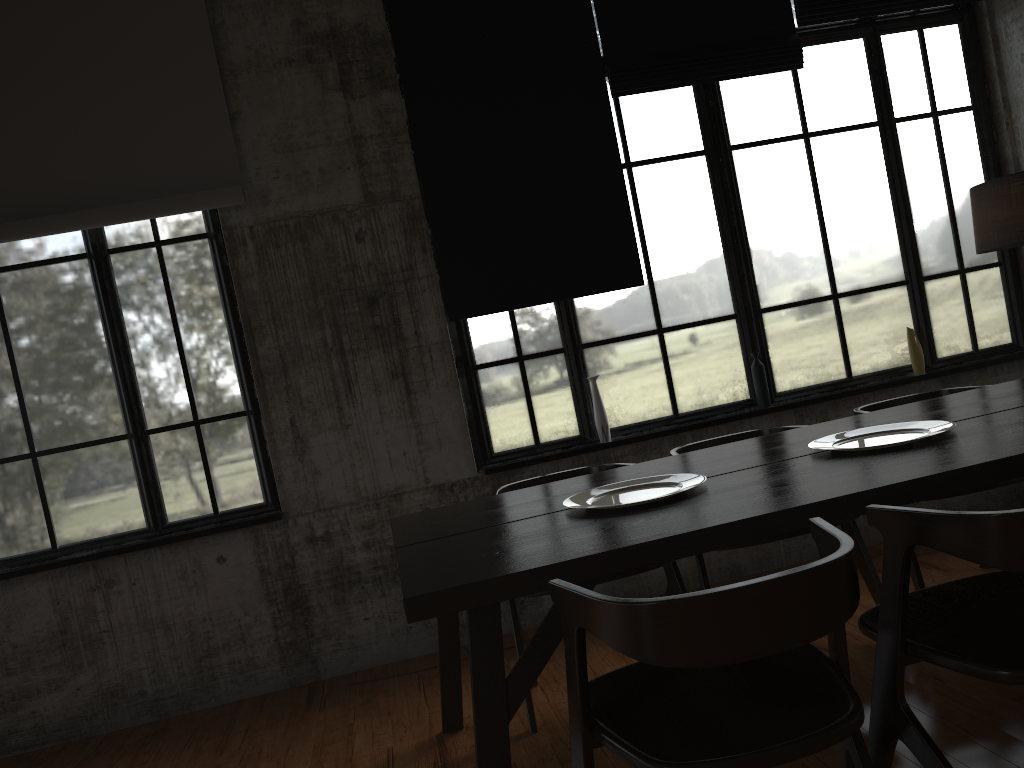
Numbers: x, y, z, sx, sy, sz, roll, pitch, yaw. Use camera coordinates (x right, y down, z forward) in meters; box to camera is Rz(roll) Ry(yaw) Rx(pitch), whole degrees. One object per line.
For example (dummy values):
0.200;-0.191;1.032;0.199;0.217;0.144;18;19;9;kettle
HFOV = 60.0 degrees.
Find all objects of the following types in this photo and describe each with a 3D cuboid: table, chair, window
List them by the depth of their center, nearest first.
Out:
0.568;0.923;2.320;0.877;0.995;0.769;-12;2;-8;chair
1.441;0.747;2.455;0.877;0.995;0.769;-12;2;-9;chair
1.472;0.717;3.456;3.698;1.007;1.638;-11;1;-9;table
0.357;0.935;4.139;0.877;0.995;0.769;-12;2;-9;chair
1.229;0.759;4.274;0.877;0.995;0.769;-12;2;-8;chair
2.213;0.560;4.436;0.877;0.995;0.769;-12;2;-9;chair
-3.708;-0.492;4.749;4.300;3.440;0.050;-12;3;-9;window
1.301;-1.503;5.528;3.808;3.440;0.050;-12;3;-9;window

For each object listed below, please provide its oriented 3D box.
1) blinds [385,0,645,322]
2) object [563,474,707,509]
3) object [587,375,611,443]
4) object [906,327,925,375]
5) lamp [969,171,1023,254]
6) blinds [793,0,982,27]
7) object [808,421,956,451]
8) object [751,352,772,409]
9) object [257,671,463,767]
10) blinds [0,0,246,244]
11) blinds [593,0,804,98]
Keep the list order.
-0.026;-1.725;5.236;1.214;2.537;0.034;-12;3;-9;blinds
0.446;0.398;3.230;0.527;0.025;0.526;-11;1;1;object
0.528;0.152;5.348;0.082;0.411;0.082;-9;4;42;object
2.577;-0.215;5.661;0.073;0.319;0.074;-9;4;43;object
3.217;-0.203;5.131;0.752;2.059;0.751;-11;3;3;lamp
2.299;-2.905;5.564;1.295;1.143;0.052;-12;3;-9;blinds
1.404;0.205;3.379;0.527;0.025;0.526;-11;1;1;object
1.539;-0.021;5.502;0.080;0.352;0.080;-10;3;22;object
5.124;0.214;1.312;20.810;0.658;8.768;-11;1;-9;object
-3.805;-1.430;4.527;4.461;1.778;0.136;-11;3;-9;blinds
1.074;-2.527;5.375;1.253;1.400;0.052;-12;3;-9;blinds
